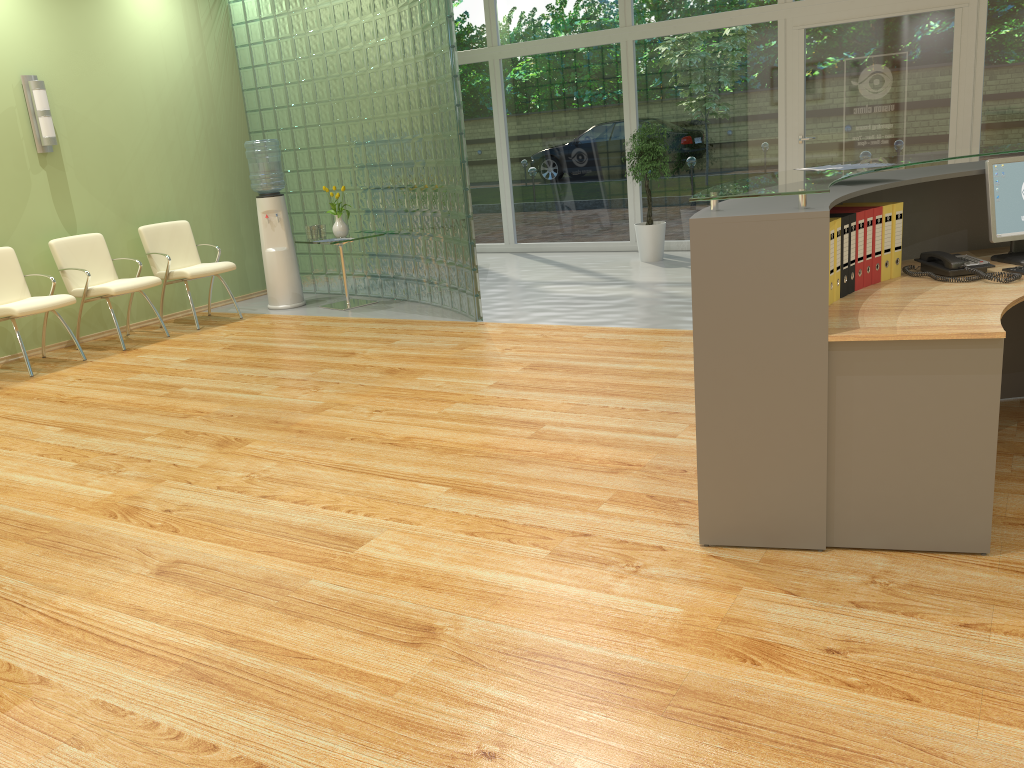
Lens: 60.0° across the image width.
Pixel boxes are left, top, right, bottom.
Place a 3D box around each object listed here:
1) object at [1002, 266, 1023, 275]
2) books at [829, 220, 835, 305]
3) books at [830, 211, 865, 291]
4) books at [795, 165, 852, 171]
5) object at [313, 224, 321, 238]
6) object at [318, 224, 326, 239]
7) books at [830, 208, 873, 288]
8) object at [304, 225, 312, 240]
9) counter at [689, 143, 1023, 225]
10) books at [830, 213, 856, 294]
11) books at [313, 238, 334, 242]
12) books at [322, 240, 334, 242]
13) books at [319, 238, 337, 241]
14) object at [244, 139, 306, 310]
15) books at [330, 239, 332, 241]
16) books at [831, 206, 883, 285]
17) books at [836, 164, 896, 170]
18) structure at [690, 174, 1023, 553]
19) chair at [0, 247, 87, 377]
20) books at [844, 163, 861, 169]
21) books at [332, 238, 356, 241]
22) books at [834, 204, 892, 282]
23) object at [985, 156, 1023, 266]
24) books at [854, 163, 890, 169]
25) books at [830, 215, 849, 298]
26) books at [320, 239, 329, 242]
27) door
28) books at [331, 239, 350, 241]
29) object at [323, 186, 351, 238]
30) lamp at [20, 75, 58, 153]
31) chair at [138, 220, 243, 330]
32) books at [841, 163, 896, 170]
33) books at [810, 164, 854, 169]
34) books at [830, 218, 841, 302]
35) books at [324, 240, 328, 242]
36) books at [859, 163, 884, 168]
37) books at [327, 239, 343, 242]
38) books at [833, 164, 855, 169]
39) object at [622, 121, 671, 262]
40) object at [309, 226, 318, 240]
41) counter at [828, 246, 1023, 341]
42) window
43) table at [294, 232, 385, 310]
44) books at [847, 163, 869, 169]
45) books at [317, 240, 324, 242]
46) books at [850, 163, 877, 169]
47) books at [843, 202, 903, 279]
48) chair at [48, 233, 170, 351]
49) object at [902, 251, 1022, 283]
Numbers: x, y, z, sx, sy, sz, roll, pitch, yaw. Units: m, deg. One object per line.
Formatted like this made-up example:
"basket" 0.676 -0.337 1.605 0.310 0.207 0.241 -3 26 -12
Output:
"object" 2.127 -0.441 3.286 0.526 0.015 0.215 -7 16 -8
"books" 0.985 -0.415 3.061 0.233 0.282 0.062 2 17 25
"books" 1.187 -0.498 3.291 0.063 0.282 0.231 -18 20 -38
"books" 1.188 -0.827 3.396 0.150 0.004 0.210 -6 16 -3
"object" -1.755 -1.378 8.011 0.072 0.119 0.071 4 18 31
"object" -1.699 -1.367 7.953 0.072 0.119 0.071 4 18 31
"books" 1.236 -0.515 3.336 0.063 0.282 0.231 -18 20 -38
"object" -1.818 -1.358 7.959 0.072 0.119 0.071 4 18 31
"counter" 2.535 -0.785 2.972 3.674 0.078 1.837 0 16 16
"books" 1.119 -0.472 3.219 0.233 0.282 0.062 4 18 30
"books" -1.607 -1.255 7.738 0.210 0.004 0.150 -19 21 -41
"books" -1.560 -1.251 7.710 0.150 0.004 0.210 0 16 16
"books" -1.618 -1.258 7.751 0.210 0.004 0.150 -15 18 -32
"object" -2.170 -1.451 8.104 0.353 1.506 0.353 7 20 37
"books" -1.506 -1.256 7.708 0.150 0.004 0.210 -9 16 -13
"books" 1.293 -0.533 3.382 0.063 0.282 0.231 -15 19 -33
"books" 1.301 -0.810 3.300 0.210 0.004 0.150 -6 16 -3
"structure" 2.583 -0.245 3.124 3.673 1.049 1.837 0 16 16
"chair" 11.305 -2.610 8.935 31.281 0.986 0.752 -8 16 -9
"books" 1.242 -0.829 3.385 0.150 0.004 0.210 3 17 26
"books" -1.473 -1.263 7.722 0.150 0.004 0.210 -15 18 -32
"books" 1.349 -0.550 3.424 0.063 0.282 0.231 -15 18 -30
"object" 2.056 -0.688 3.465 0.411 0.405 0.206 -7 16 -8
"books" 1.292 -0.819 3.335 0.210 0.004 0.150 -12 17 -22
"books" 1.075 -0.454 3.170 0.233 0.282 0.062 4 18 30
"books" -1.577 -1.252 7.716 0.150 0.004 0.210 3 17 26
"door" 3.422 -2.383 8.368 1.500 2.200 0.218 4 18 31
"books" -1.489 -1.259 7.714 0.150 0.004 0.210 -12 17 -22
"object" -1.538 -1.531 7.856 0.219 0.459 0.201 -13 18 -27
"lamp" -3.671 -2.105 6.911 0.142 0.580 0.134 4 18 31
"chair" -2.802 -0.970 7.751 0.650 0.881 0.536 6 19 35
"books" 1.298 -0.815 3.318 0.210 0.004 0.150 -9 16 -13
"books" 1.224 -0.829 3.392 0.150 0.004 0.210 0 16 16
"books" 1.027 -0.434 3.114 0.233 0.282 0.062 3 17 26
"books" -1.542 -1.252 7.706 0.150 0.004 0.210 -3 16 7
"books" 1.283 -0.822 3.350 0.210 0.004 0.150 -15 18 -32
"books" -1.524 -1.253 7.706 0.150 0.004 0.210 -6 16 -3
"books" 1.206 -0.829 3.395 0.150 0.004 0.210 -3 16 7
"object" 1.378 -1.944 8.980 0.503 1.376 0.590 -2 16 12
"object" -1.761 -1.347 7.899 0.072 0.119 0.071 4 18 31
"counter" 2.554 -0.389 3.027 3.444 0.018 1.723 0 16 16
"window" 2.875 -2.808 8.568 9.401 3.000 0.092 4 18 31
"table" -1.516 -1.016 8.005 0.581 0.614 0.581 11 22 44
"books" 1.257 -0.828 3.376 0.150 0.004 0.210 6 19 35
"books" -1.593 -1.253 7.726 0.150 0.004 0.210 6 19 35
"books" 1.271 -0.825 3.364 0.210 0.004 0.150 -19 21 -41
"books" 1.386 -0.559 3.445 0.233 0.282 0.062 10 22 43
"chair" 11.507 -2.722 9.271 30.806 0.986 0.748 -7 16 -8
"object" 1.670 -0.438 3.299 0.279 0.081 0.411 -7 16 -8
